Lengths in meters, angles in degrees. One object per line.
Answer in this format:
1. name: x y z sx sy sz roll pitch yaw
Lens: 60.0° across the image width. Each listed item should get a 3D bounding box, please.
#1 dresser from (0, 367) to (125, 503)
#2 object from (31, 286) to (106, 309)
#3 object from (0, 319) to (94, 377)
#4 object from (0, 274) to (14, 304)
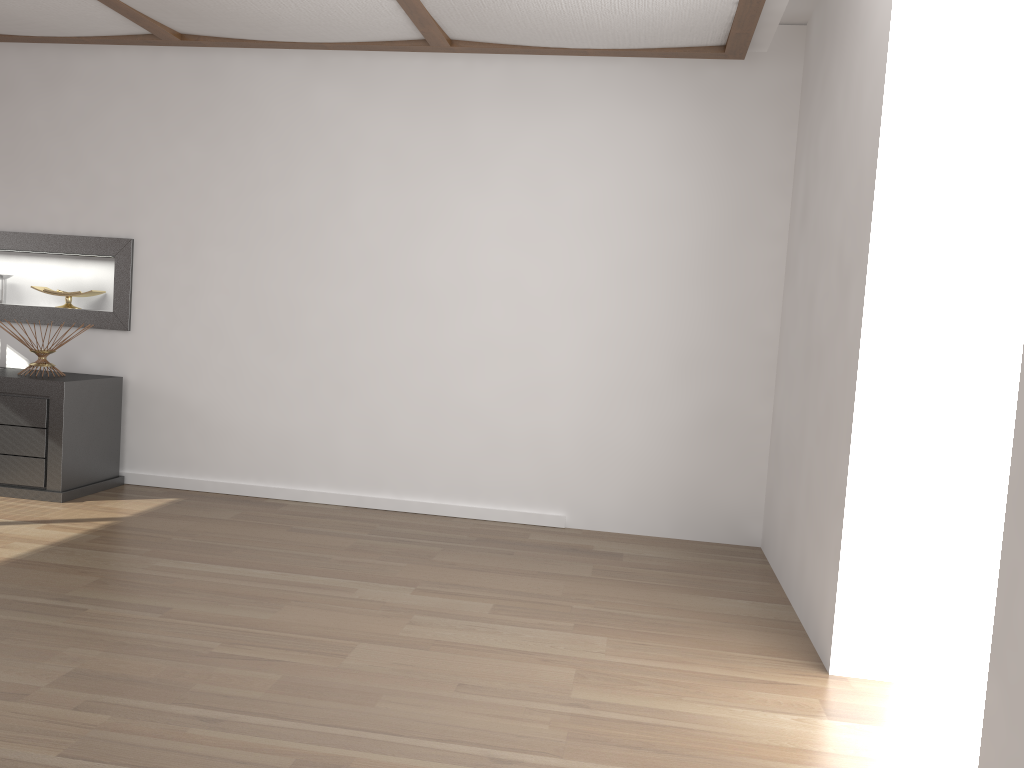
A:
1. dresser: -3.049 0.210 4.805 1.740 0.608 0.540 4 4 8
2. object: -2.566 -0.494 5.134 0.350 0.116 0.181 4 4 -2
3. object: -2.480 -0.188 4.685 0.481 0.282 0.481 2 4 -25
4. object: -3.024 -0.560 5.216 0.159 0.171 0.159 1 5 -33
